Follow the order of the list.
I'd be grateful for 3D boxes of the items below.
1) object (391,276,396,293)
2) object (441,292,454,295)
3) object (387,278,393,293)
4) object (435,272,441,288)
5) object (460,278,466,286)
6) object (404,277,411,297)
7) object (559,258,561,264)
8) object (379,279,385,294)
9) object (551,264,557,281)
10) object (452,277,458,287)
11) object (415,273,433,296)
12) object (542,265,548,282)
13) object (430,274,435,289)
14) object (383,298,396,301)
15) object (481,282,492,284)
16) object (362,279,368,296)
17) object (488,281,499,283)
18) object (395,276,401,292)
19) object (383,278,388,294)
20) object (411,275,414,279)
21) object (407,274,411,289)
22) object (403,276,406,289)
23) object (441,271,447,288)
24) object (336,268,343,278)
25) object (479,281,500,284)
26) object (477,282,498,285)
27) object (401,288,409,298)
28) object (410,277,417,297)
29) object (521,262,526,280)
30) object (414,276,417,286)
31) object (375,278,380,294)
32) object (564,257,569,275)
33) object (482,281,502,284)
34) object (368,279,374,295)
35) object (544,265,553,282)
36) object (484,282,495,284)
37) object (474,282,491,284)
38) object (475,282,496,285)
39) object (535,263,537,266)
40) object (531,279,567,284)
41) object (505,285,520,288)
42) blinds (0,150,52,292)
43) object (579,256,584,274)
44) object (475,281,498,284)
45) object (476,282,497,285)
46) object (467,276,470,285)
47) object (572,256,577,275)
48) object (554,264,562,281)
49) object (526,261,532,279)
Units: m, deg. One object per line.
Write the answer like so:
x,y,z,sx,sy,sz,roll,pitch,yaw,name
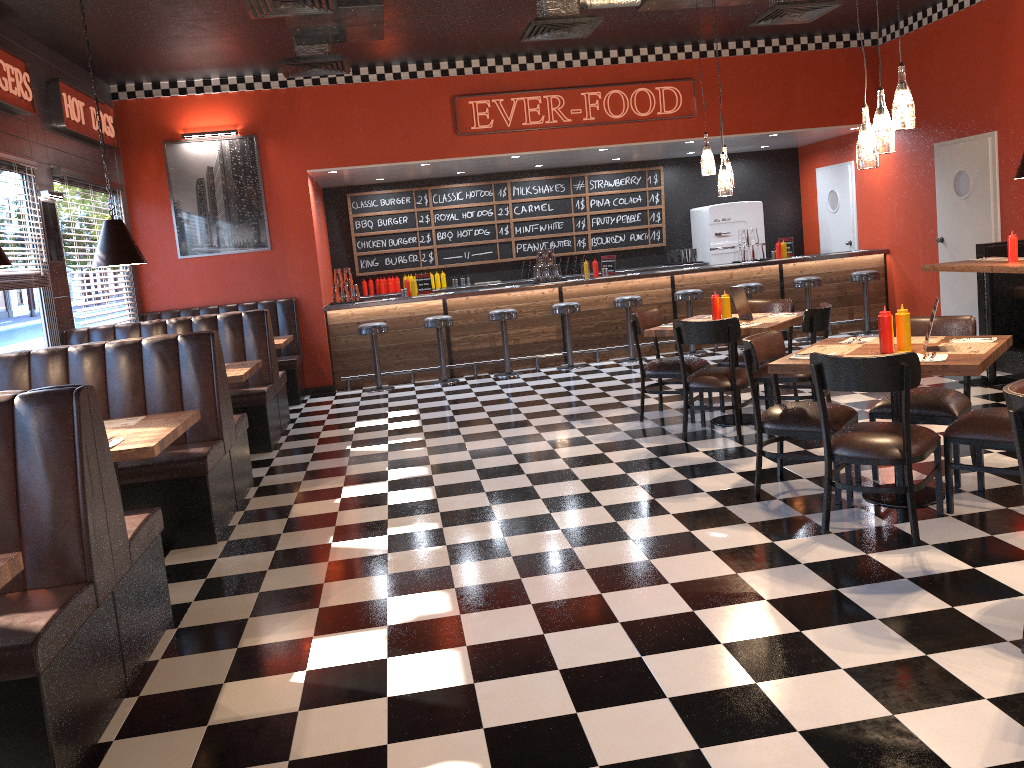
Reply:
-1.689,-1.420,12.602,0.068,0.236,0.068,-6,7,-6,object
-0.779,-1.096,10.663,0.157,0.019,0.256,-6,9,-1,object
-1.727,-1.402,12.511,0.068,0.236,0.068,-6,7,-5,object
-1.063,-1.488,12.648,0.068,0.236,0.068,-6,7,-6,object
-0.705,-1.478,12.704,0.046,0.135,0.094,0,9,37,object
-1.276,-1.184,10.824,0.068,0.236,0.068,-6,7,-6,object
0.683,-1.695,12.830,0.072,0.256,0.189,-5,7,3,object
-1.836,-1.387,12.480,0.068,0.236,0.068,-9,7,-30,object
0.544,-1.401,11.173,0.105,0.208,0.106,0,9,37,object
-0.815,-1.464,12.682,0.093,0.135,0.047,-2,8,28,object
-1.081,-1.226,10.909,0.188,0.256,0.072,-8,7,-17,object
0.427,-1.387,11.157,0.105,0.208,0.106,0,9,37,object
-1.146,-1.477,12.628,0.068,0.236,0.068,-7,7,-9,object
-1.461,-1.014,10.561,0.157,0.019,0.256,-7,9,-11,object
-0.350,-1.454,12.698,0.365,0.001,0.262,-7,9,-7,object
-2.078,-1.364,12.487,0.068,0.236,0.068,-9,7,-30,object
-0.350,-1.458,12.697,0.365,0.001,0.262,-7,9,-7,object
-1.620,-1.417,12.542,0.068,0.236,0.068,-6,7,-5,object
-1.803,-1.403,12.565,0.068,0.236,0.068,-6,7,-5,object
-1.424,-1.447,12.611,0.068,0.236,0.068,-6,7,-5,object
-1.449,-1.429,12.513,0.068,0.236,0.068,-9,8,-30,object
-1.509,-1.435,12.584,0.068,0.236,0.068,-9,7,-30,object
-0.979,-1.498,12.660,0.068,0.236,0.068,-6,7,-5,object
-2.392,-1.490,12.221,0.105,0.208,0.106,-8,7,-22,object
-0.350,-1.457,12.697,0.365,0.001,0.262,-6,9,-6,object
-0.349,-1.446,12.699,0.365,0.001,0.262,-7,9,-7,object
-1.303,-1.111,10.709,0.093,0.135,0.047,-2,8,28,object
-1.194,-1.182,10.763,0.068,0.236,0.068,-6,7,-6,object
0.149,-1.633,12.765,0.070,0.257,0.190,-6,7,0,object
-1.354,-1.450,12.584,0.068,0.236,0.068,-7,7,-9,object
-1.899,-1.393,12.557,0.068,0.236,0.068,-6,7,-5,object
0.793,-1.707,12.844,0.072,0.256,0.189,-6,7,-2,object
-0.350,-1.453,12.698,0.365,0.001,0.262,-7,9,-10,object
-1.988,-1.376,12.504,0.068,0.236,0.068,-4,7,9,object
0.449,-1.373,11.051,0.105,0.208,0.106,0,9,37,object
-0.349,-1.450,12.698,0.365,0.001,0.262,-6,9,-4,object
-0.350,-1.456,12.698,0.365,0.001,0.262,-7,9,-7,object
-0.349,-1.448,12.698,0.365,0.001,0.262,-6,9,-5,object
0.351,-1.656,12.787,0.072,0.256,0.189,-7,7,-12,object
0.466,-1.288,11.123,0.437,0.018,0.274,-7,9,-7,object
0.007,-1.191,10.787,0.157,0.019,0.256,-7,9,-11,object
-3.742,-1.177,6.359,0.099,1.034,1.878,-6,8,-7,blinds
1.014,-1.733,12.873,0.072,0.256,0.189,-6,7,-2,object
-0.350,-1.460,12.697,0.365,0.001,0.262,-6,9,-6,object
-0.349,-1.447,12.699,0.365,0.001,0.262,-6,9,-2,object
-0.624,-1.481,12.673,0.047,0.135,0.094,-7,7,-12,object
0.905,-1.720,12.858,0.074,0.256,0.190,-6,7,-5,object
0.571,-1.386,11.059,0.105,0.208,0.106,0,9,37,object
0.241,-1.643,12.771,0.073,0.259,0.193,-6,7,-4,object
